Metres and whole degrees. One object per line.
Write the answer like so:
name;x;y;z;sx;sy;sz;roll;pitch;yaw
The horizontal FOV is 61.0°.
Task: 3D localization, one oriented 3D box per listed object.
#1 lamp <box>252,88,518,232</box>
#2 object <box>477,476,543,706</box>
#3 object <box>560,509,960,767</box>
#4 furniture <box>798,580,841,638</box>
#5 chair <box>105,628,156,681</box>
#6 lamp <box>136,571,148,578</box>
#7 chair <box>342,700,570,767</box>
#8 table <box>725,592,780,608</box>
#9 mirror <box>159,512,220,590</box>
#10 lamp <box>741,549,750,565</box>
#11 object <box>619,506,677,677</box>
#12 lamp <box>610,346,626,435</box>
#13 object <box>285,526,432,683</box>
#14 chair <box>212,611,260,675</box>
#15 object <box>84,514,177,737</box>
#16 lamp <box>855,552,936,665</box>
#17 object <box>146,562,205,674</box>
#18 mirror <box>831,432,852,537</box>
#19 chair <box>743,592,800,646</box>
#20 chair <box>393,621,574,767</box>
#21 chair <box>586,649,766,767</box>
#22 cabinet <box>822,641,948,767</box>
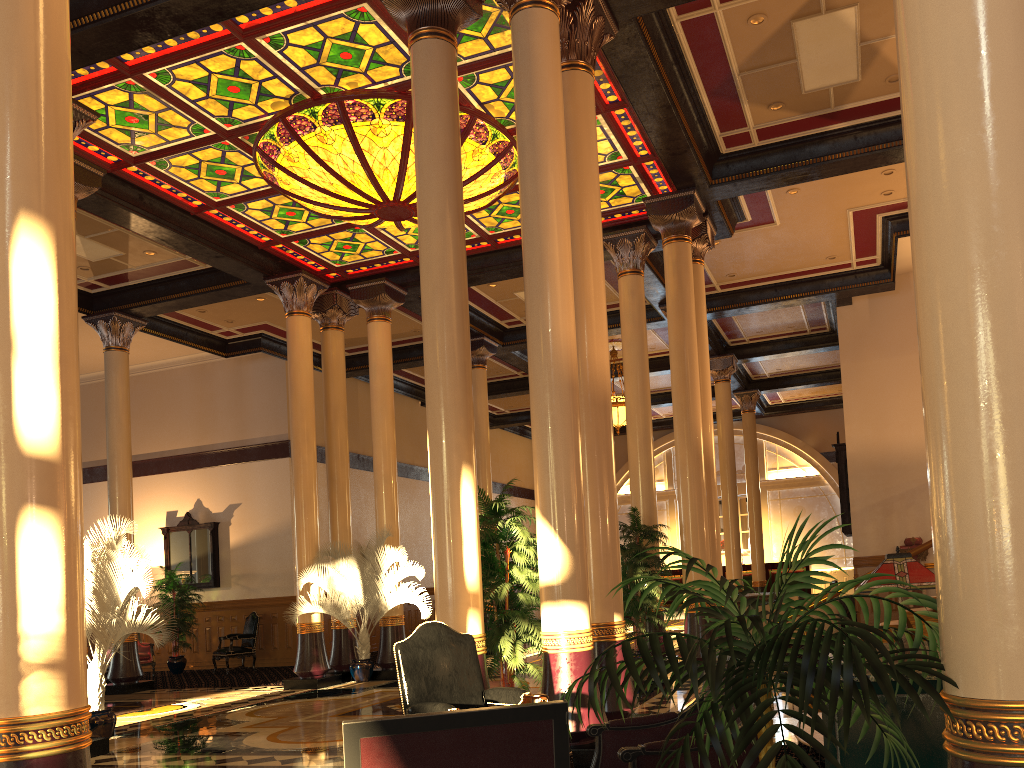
lamp;-1.353;-2.236;9.896;2.938;0.595;3.113;-8;-13;18
object;-0.051;1.820;7.048;1.104;2.132;1.023;-2;-5;-21
object;0.710;1.062;2.421;1.028;1.423;1.105;2;-9;-40
furniture;5.564;4.097;15.919;0.791;0.933;2.251;-6;-12;21
chair;-7.094;5.020;16.149;0.626;0.911;0.712;-9;-8;40
lamp;-7.373;4.672;16.928;0.593;1.995;0.572;-2;-4;-19
chair;-0.168;1.459;2.760;0.691;0.912;0.646;-3;-6;-9
table;4.259;4.215;15.765;1.084;0.764;1.697;-7;-12;21
mirror;-6.426;3.323;17.340;1.358;1.540;0.205;-6;-4;19
lamp;6.554;4.919;24.738;0.434;0.439;0.418;0;-8;-24
object;1.559;2.619;10.961;1.025;2.132;1.103;-4;-5;9
lamp;2.206;0.143;18.450;1.170;1.889;1.225;-5;-6;15
object;-1.950;3.150;12.505;1.783;2.251;2.150;-7;-8;24
chair;-5.116;4.785;16.099;0.774;1.089;0.719;2;-8;-44
object;-3.940;2.401;8.647;2.032;2.237;1.858;-5;-7;8
lamp;1.471;0.848;3.280;0.313;0.416;0.329;-6;-7;17
object;-6.420;4.459;16.591;1.104;2.132;1.023;-2;-5;-21
mirror;6.285;1.892;16.512;0.250;1.968;1.841;-5;-7;22
chair;4.282;3.796;14.169;0.751;0.904;0.995;-10;-10;40
chair;-0.187;1.781;4.535;0.724;1.089;0.769;-8;-7;35
chair;0.651;1.595;3.587;0.651;0.911;0.686;-3;-7;-9
cabinet;1.600;1.555;3.579;0.538;0.855;1.305;-6;-10;21
